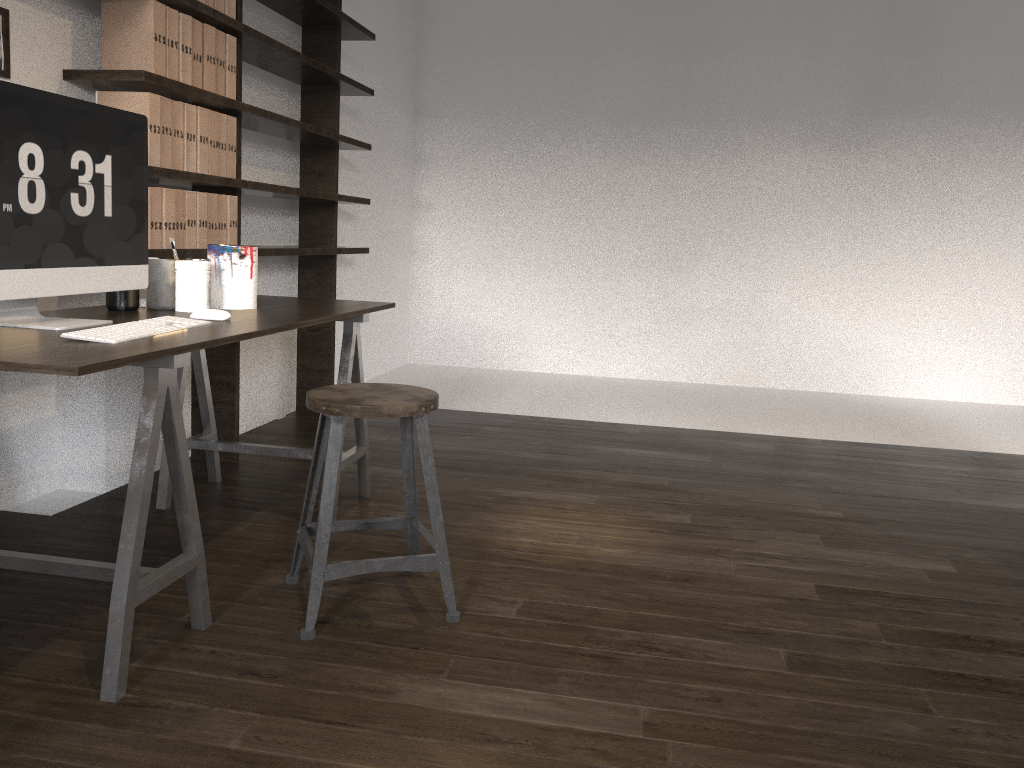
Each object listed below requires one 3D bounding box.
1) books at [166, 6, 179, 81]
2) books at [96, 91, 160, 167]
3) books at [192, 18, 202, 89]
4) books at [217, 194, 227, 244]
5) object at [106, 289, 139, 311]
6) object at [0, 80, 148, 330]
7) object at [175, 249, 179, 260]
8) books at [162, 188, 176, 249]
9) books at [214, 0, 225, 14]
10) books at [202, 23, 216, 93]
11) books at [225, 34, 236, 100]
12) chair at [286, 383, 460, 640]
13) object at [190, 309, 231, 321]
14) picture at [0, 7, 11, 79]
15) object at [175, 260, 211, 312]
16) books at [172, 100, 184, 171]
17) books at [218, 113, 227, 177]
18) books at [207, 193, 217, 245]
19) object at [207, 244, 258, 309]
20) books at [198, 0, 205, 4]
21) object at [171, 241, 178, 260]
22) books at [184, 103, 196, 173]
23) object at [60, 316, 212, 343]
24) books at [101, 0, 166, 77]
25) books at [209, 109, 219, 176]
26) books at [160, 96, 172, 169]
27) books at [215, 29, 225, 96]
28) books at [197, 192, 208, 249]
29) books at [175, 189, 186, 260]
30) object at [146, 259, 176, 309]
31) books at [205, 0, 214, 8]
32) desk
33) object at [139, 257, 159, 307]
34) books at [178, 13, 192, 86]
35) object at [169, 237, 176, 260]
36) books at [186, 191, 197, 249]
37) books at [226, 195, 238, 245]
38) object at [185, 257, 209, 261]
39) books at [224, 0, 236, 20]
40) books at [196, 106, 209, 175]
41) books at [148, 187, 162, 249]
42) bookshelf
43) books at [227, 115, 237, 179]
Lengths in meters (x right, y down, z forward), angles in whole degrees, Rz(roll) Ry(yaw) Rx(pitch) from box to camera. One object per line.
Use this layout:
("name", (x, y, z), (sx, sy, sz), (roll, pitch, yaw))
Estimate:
("books", (-1.138, -1.057, 2.768), (0.174, 0.224, 0.067), (4, 7, 10))
("books", (-1.165, -0.769, 2.692), (0.174, 0.224, 0.067), (4, 7, 10))
("books", (-1.113, -1.079, 2.907), (0.174, 0.224, 0.067), (4, 7, 10))
("books", (-1.105, -0.560, 3.134), (0.174, 0.224, 0.067), (4, 7, 10))
("object", (-1.064, -0.267, 2.422), (0.092, 0.141, 0.097), (1, 7, -10))
("object", (-1.056, -0.391, 2.009), (0.204, 0.515, 0.647), (4, 8, 10))
("object", (-0.990, -0.325, 2.665), (0.053, 0.157, 0.007), (2, 6, -6))
("books", (-1.160, -0.508, 2.804), (0.174, 0.224, 0.067), (4, 7, 10))
("books", (-1.074, -1.375, 3.016), (0.174, 0.224, 0.067), (4, 7, 10))
("books", (-1.093, -1.090, 2.979), (0.174, 0.224, 0.067), (4, 7, 10))
("books", (-1.069, -1.113, 3.126), (0.174, 0.224, 0.067), (4, 7, 10))
("chair", (-0.345, 0.283, 2.157), (0.372, 0.525, 0.360), (0, 8, -21))
("object", (-0.777, -0.180, 2.282), (0.106, 0.028, 0.059), (4, 9, 7))
("picture", (-1.400, -0.906, 2.291), (0.023, 0.182, 0.252), (4, 8, 10))
("object", (-0.894, -0.272, 2.480), (0.095, 0.144, 0.095), (8, 9, 36))
("books", (-1.145, -0.791, 2.830), (0.174, 0.224, 0.067), (4, 7, 10))
("books", (-1.092, -0.832, 3.095), (0.174, 0.224, 0.067), (4, 7, 10))
("books", (-1.116, -0.549, 3.065), (0.174, 0.224, 0.067), (4, 7, 10))
("object", (-0.833, -0.316, 2.639), (0.145, 0.195, 0.145), (0, 8, -17))
("books", (-1.094, -1.353, 2.880), (0.174, 0.224, 0.067), (4, 7, 10))
("object", (-0.985, -0.333, 2.633), (0.055, 0.179, 0.007), (2, 7, -8))
("books", (-1.128, -0.801, 2.897), (0.174, 0.224, 0.067), (4, 7, 10))
("object", (-0.821, -0.123, 1.976), (0.118, 0.017, 0.442), (3, 9, 6))
("books", (-1.151, -1.047, 2.699), (0.174, 0.224, 0.067), (4, 7, 10))
("books", (-1.099, -0.822, 3.032), (0.174, 0.224, 0.067), (4, 7, 10))
("books", (-1.156, -0.780, 2.761), (0.174, 0.224, 0.067), (4, 7, 10))
("books", (-1.085, -1.102, 3.053), (0.174, 0.224, 0.067), (4, 7, 10))
("books", (-1.125, -0.538, 2.996), (0.174, 0.224, 0.067), (4, 7, 10))
("books", (-1.153, -0.519, 2.870), (0.174, 0.224, 0.067), (4, 7, 10))
("object", (-0.991, -0.284, 2.526), (0.096, 0.142, 0.097), (6, 8, 27))
("books", (-1.087, -1.364, 2.947), (0.174, 0.224, 0.067), (4, 7, 10))
("desk", (-0.896, 0.152, 2.367), (0.656, 0.665, 1.679), (4, 9, 10))
("object", (-1.077, -0.297, 2.581), (0.095, 0.144, 0.095), (6, 8, 27))
("books", (-1.121, -1.068, 2.837), (0.174, 0.224, 0.067), (4, 7, 10))
("object", (-0.998, -0.333, 2.639), (0.045, 0.203, 0.007), (1, 7, -9))
("books", (-1.139, -0.528, 2.931), (0.174, 0.224, 0.067), (4, 7, 10))
("books", (-1.086, -0.569, 3.196), (0.174, 0.224, 0.067), (4, 7, 10))
("object", (-0.916, -0.289, 2.572), (0.068, 0.154, 0.068), (1, 7, -13))
("books", (-1.057, -1.385, 3.085), (0.174, 0.224, 0.067), (4, 7, 10))
("books", (-1.112, -0.812, 2.967), (0.174, 0.224, 0.067), (4, 7, 10))
("books", (-1.179, -0.498, 2.739), (0.174, 0.224, 0.067), (4, 7, 10))
("bookshelf", (-1.760, -0.071, 0.118), (0.374, 3.186, 9.235), (4, 9, 10))
("books", (-1.080, -0.843, 3.164), (0.174, 0.224, 0.067), (4, 7, 10))
